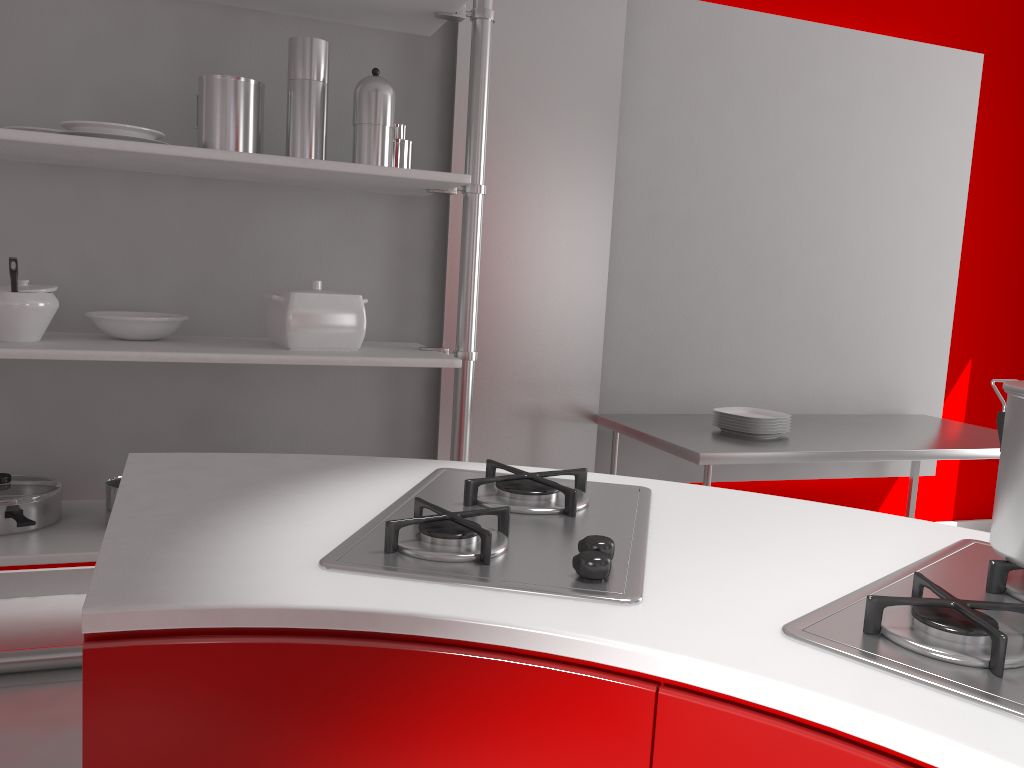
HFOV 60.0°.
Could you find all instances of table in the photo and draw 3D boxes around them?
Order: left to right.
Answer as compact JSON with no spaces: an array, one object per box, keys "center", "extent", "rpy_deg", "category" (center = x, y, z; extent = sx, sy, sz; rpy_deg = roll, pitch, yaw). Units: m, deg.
[{"center":[1.164,0.505,3.238],"extent":[1.627,0.682,0.749],"rpy_deg":[1,7,-19],"category":"table"}]

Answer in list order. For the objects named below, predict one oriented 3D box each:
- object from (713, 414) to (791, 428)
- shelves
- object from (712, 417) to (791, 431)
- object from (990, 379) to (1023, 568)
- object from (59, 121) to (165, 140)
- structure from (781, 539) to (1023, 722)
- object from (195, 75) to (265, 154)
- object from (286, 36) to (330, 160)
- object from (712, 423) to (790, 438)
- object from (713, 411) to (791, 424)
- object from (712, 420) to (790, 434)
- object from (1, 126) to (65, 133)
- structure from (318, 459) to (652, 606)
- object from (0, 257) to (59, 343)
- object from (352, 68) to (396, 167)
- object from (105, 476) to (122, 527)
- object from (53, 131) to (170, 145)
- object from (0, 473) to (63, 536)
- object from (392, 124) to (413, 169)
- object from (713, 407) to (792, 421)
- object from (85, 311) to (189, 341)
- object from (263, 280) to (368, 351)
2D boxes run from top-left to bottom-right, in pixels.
[{"center":[0.812,0.126,3.011],"extent":[0.228,0.020,0.228],"rpy_deg":[-2,9,-38],"category":"object"},{"center":[-0.902,-0.487,2.444],"extent":[1.735,2.599,0.535],"rpy_deg":[1,7,-20],"category":"shelves"},{"center":[0.812,0.136,3.012],"extent":[0.228,0.020,0.228],"rpy_deg":[-2,9,-38],"category":"object"},{"center":[0.561,0.082,0.835],"extent":[0.218,0.185,0.189],"rpy_deg":[8,8,32],"category":"object"},{"center":[-1.012,-0.625,2.251],"extent":[0.244,0.042,0.244],"rpy_deg":[-2,8,-36],"category":"object"},{"center":[0.482,0.196,0.781],"extent":[0.457,0.037,0.303],"rpy_deg":[-3,10,-45],"category":"structure"},{"center":[-0.767,-0.713,2.402],"extent":[0.184,0.205,0.172],"rpy_deg":[1,7,-15],"category":"object"},{"center":[-0.559,-0.765,2.424],"extent":[0.109,0.329,0.110],"rpy_deg":[1,7,-22],"category":"object"},{"center":[0.810,0.157,3.015],"extent":[0.228,0.020,0.228],"rpy_deg":[-2,9,-38],"category":"object"},{"center":[0.813,0.116,3.010],"extent":[0.228,0.020,0.228],"rpy_deg":[-2,9,-38],"category":"object"},{"center":[0.811,0.146,3.013],"extent":[0.228,0.020,0.228],"rpy_deg":[-2,9,-38],"category":"object"},{"center":[-1.252,-0.658,2.412],"extent":[0.244,0.042,0.244],"rpy_deg":[0,8,-28],"category":"object"},{"center":[0.005,0.140,1.014],"extent":[0.303,0.037,0.457],"rpy_deg":[4,7,10],"category":"structure"},{"center":[-1.271,-0.217,2.277],"extent":[0.192,0.214,0.192],"rpy_deg":[-1,8,-34],"category":"object"},{"center":[-0.380,-0.729,2.442],"extent":[0.115,0.274,0.115],"rpy_deg":[0,8,-27],"category":"object"},{"center":[-1.040,0.332,2.483],"extent":[0.196,0.122,0.182],"rpy_deg":[7,8,27],"category":"object"},{"center":[-1.012,-0.611,2.253],"extent":[0.280,0.015,0.280],"rpy_deg":[4,7,9],"category":"object"},{"center":[-1.394,0.319,2.385],"extent":[0.308,0.130,0.407],"rpy_deg":[2,7,-13],"category":"object"},{"center":[-0.361,-0.695,2.655],"extent":[0.127,0.157,0.127],"rpy_deg":[2,7,-10],"category":"object"},{"center":[0.813,0.106,3.009],"extent":[0.228,0.020,0.228],"rpy_deg":[-2,9,-38],"category":"object"},{"center":[-1.063,-0.162,2.520],"extent":[0.272,0.072,0.272],"rpy_deg":[8,8,33],"category":"object"},{"center":[-0.576,-0.204,2.595],"extent":[0.282,0.197,0.235],"rpy_deg":[-1,8,-30],"category":"object"}]
